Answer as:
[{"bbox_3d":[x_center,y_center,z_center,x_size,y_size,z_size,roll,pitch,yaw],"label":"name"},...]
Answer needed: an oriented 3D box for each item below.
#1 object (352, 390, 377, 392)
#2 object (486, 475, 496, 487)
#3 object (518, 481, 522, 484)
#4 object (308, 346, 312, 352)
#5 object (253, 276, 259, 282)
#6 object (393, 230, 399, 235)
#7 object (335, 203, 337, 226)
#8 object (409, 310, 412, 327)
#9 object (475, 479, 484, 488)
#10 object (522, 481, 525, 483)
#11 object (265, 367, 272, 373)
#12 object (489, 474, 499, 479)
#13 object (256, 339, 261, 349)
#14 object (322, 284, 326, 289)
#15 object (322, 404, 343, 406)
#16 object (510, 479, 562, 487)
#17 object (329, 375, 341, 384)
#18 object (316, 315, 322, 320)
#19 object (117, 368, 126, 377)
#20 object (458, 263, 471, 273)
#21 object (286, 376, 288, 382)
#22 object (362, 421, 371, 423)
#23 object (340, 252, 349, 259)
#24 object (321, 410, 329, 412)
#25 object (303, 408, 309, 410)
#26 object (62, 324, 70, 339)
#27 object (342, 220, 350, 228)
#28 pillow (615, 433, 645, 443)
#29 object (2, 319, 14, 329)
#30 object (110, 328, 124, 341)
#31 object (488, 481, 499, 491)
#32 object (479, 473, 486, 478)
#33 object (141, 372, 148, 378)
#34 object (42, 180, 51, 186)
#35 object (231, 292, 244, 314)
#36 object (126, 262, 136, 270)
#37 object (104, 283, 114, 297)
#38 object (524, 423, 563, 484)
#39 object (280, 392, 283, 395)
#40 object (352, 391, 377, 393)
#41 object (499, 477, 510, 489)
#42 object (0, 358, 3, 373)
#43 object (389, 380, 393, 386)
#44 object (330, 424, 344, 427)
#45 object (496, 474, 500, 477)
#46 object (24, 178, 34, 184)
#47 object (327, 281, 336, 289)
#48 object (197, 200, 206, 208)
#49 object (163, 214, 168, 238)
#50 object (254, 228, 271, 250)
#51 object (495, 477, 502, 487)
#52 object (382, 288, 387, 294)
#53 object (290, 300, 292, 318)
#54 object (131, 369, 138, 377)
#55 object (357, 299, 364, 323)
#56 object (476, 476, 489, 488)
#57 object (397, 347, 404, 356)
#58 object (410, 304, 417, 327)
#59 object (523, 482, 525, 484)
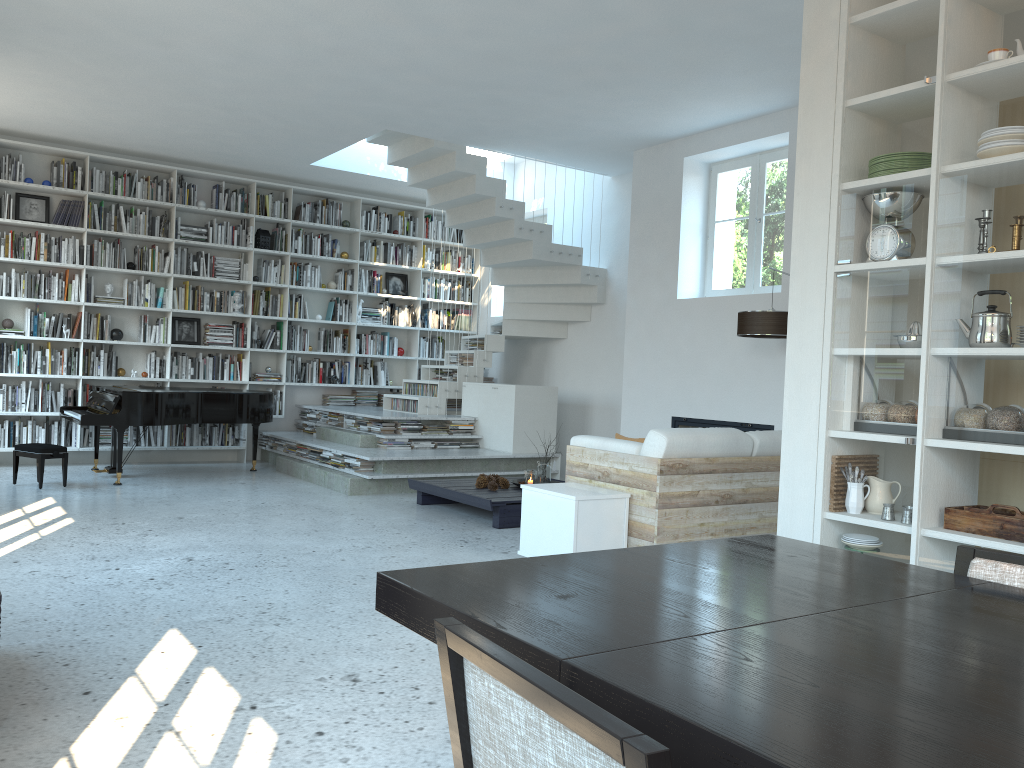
[{"bbox_3d":[-1.799,0.086,10.815,0.254,0.006,0.161,2,1,-33],"label":"object"},{"bbox_3d":[-0.178,0.782,7.137,0.094,0.108,0.108,3,1,24],"label":"object"},{"bbox_3d":[0.067,0.811,7.231,0.035,0.035,0.030,2,1,-36],"label":"object"},{"bbox_3d":[-2.371,-0.413,10.375,0.071,0.072,0.071,3,1,15],"label":"object"},{"bbox_3d":[-2.861,-1.172,9.903,0.071,0.072,0.071,3,1,15],"label":"object"},{"bbox_3d":[-1.422,-1.847,10.849,0.071,0.072,0.071,3,1,15],"label":"object"},{"bbox_3d":[-2.109,-1.987,10.497,0.006,0.298,0.129,2,1,-34],"label":"object"},{"bbox_3d":[-1.297,-0.811,11.092,0.022,0.212,0.178,2,1,-34],"label":"object"},{"bbox_3d":[-0.255,0.794,7.027,0.082,0.085,0.082,2,1,-19],"label":"object"},{"bbox_3d":[0.090,0.812,7.269,0.031,0.035,0.031,2,1,-34],"label":"object"},{"bbox_3d":[-2.754,-0.161,10.028,0.071,0.072,0.071,3,1,15],"label":"object"},{"bbox_3d":[-0.141,0.783,7.249,0.099,0.102,0.097,3,1,26],"label":"object"},{"bbox_3d":[-2.827,-0.449,9.892,0.054,0.113,0.079,2,1,-35],"label":"object"},{"bbox_3d":[-2.221,-1.142,10.424,0.068,0.068,0.068,3,1,34],"label":"object"},{"bbox_3d":[-2.080,0.256,10.621,0.346,0.007,0.193,2,1,-39],"label":"object"},{"bbox_3d":[0.195,0.814,7.200,0.429,0.038,0.429,3,1,6],"label":"object"},{"bbox_3d":[-2.080,-0.053,10.406,0.064,0.114,0.160,4,1,43],"label":"object"},{"bbox_3d":[-2.264,-0.777,10.387,0.071,0.072,0.071,3,1,15],"label":"object"},{"bbox_3d":[-4.078,-0.121,9.247,0.091,0.092,0.091,3,1,34],"label":"object"},{"bbox_3d":[-0.615,-1.483,11.368,0.203,0.137,0.095,2,1,-18],"label":"object"},{"bbox_3d":[-2.617,-0.056,10.222,0.071,0.072,0.071,3,1,15],"label":"object"},{"bbox_3d":[-1.433,0.385,9.038,0.142,0.006,0.203,2,1,-36],"label":"object"},{"bbox_3d":[-1.983,-1.516,10.495,0.100,0.102,0.100,3,1,34],"label":"object"},{"bbox_3d":[-2.018,0.298,9.881,0.159,0.007,0.285,2,1,-37],"label":"object"},{"bbox_3d":[-2.338,0.290,10.383,0.131,0.025,0.290,2,1,-32],"label":"object"},{"bbox_3d":[-4.430,-0.522,8.808,0.044,0.140,0.081,4,1,40],"label":"object"},{"bbox_3d":[-1.964,-1.884,10.482,0.104,0.105,0.104,3,1,15],"label":"object"},{"bbox_3d":[0.746,0.458,5.147,0.200,0.339,0.462,2,1,-40],"label":"pillow"},{"bbox_3d":[-4.915,-0.584,8.645,0.105,0.106,0.105,3,1,34],"label":"object"},{"bbox_3d":[-4.102,-0.509,9.198,0.133,0.135,0.134,3,1,15],"label":"object"},{"bbox_3d":[-0.145,0.798,6.909,0.081,0.083,0.098,2,1,-29],"label":"object"},{"bbox_3d":[-0.238,0.771,7.185,0.090,0.106,0.097,2,1,-13],"label":"object"},{"bbox_3d":[-3.869,-0.098,9.338,0.061,0.062,0.061,3,1,15],"label":"object"},{"bbox_3d":[-4.601,-1.973,8.770,0.082,0.083,0.082,3,1,34],"label":"object"},{"bbox_3d":[-3.025,-0.889,9.765,0.138,0.244,0.137,3,1,21],"label":"object"},{"bbox_3d":[-3.968,-1.222,9.228,0.097,0.098,0.097,3,1,15],"label":"object"},{"bbox_3d":[-4.162,-0.975,9.158,0.095,0.157,0.121,2,1,-20],"label":"object"},{"bbox_3d":[0.261,0.575,7.129,0.309,0.522,0.435,2,1,-4],"label":"object"},{"bbox_3d":[-2.652,0.223,10.141,0.011,0.260,0.142,2,1,-34],"label":"object"},{"bbox_3d":[-1.801,0.097,10.817,0.254,0.006,0.161,2,1,-34],"label":"object"},{"bbox_3d":[-0.060,0.796,7.092,0.083,0.100,0.092,2,1,-29],"label":"object"},{"bbox_3d":[-4.918,-0.176,8.520,0.045,0.146,0.045,3,1,4],"label":"object"},{"bbox_3d":[-1.512,-0.015,10.989,0.071,0.072,0.071,3,1,15],"label":"object"},{"bbox_3d":[-1.859,0.448,9.650,0.145,0.010,0.266,2,1,-38],"label":"object"},{"bbox_3d":[-0.118,0.791,7.309,0.078,0.101,0.086,3,1,30],"label":"object"},{"bbox_3d":[-4.731,-1.977,8.682,0.082,0.083,0.082,3,1,34],"label":"object"},{"bbox_3d":[-2.138,-1.161,10.507,0.111,0.113,0.111,3,1,34],"label":"object"},{"bbox_3d":[-3.364,-1.937,9.596,0.104,0.106,0.105,3,1,34],"label":"object"},{"bbox_3d":[-3.631,-1.653,9.311,0.075,0.255,0.075,3,1,35],"label":"object"},{"bbox_3d":[-2.799,-1.620,9.956,0.135,0.248,0.135,1,2,-44],"label":"object"},{"bbox_3d":[-0.105,0.793,7.192,0.106,0.086,0.091,2,1,-20],"label":"object"},{"bbox_3d":[-1.579,-1.130,10.854,0.091,0.092,0.091,3,1,15],"label":"object"},{"bbox_3d":[-2.577,-0.857,10.234,0.013,0.208,0.140,2,1,-34],"label":"object"},{"bbox_3d":[-3.942,-0.116,9.259,0.060,0.095,0.078,2,1,-17],"label":"object"},{"bbox_3d":[-1.814,-0.864,10.550,0.087,0.288,0.075,3,1,1],"label":"object"},{"bbox_3d":[-0.242,0.786,7.101,0.114,0.101,0.110,3,1,38],"label":"object"},{"bbox_3d":[-1.396,-0.398,11.020,0.115,0.116,0.115,3,1,34],"label":"object"},{"bbox_3d":[-1.220,-0.842,10.976,0.087,0.288,0.075,3,1,1],"label":"object"},{"bbox_3d":[0.101,0.809,7.180,0.038,0.043,0.039,3,1,26],"label":"object"}]
